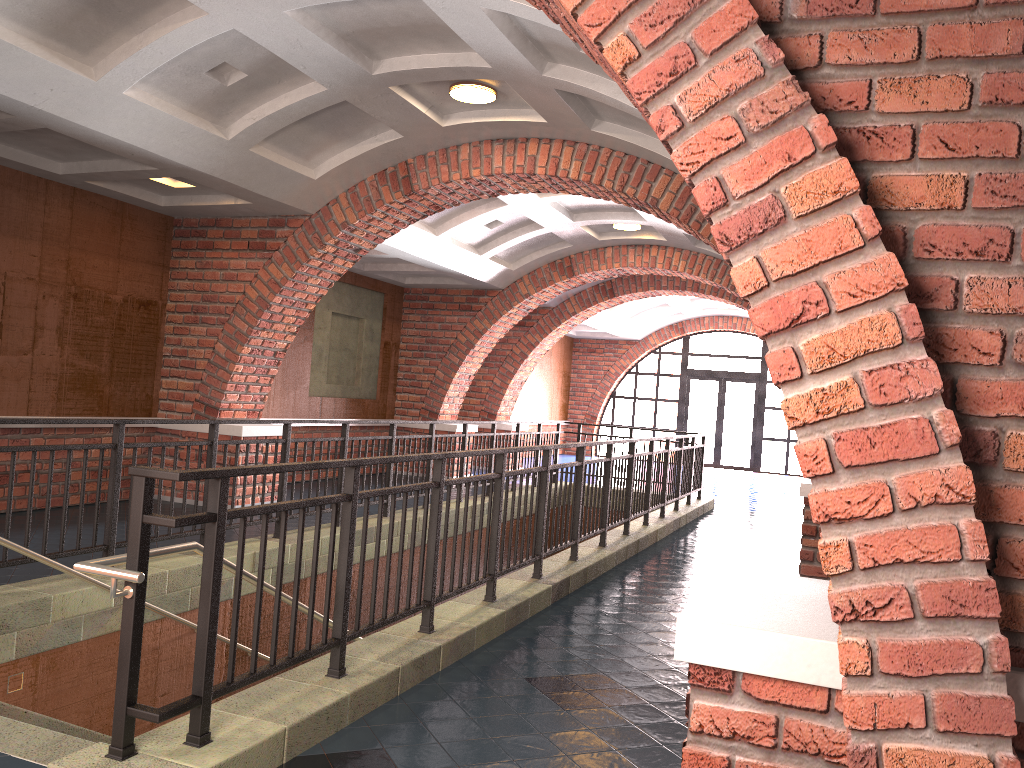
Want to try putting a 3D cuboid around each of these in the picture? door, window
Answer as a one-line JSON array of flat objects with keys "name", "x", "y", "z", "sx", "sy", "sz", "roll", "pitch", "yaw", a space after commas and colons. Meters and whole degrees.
[{"name": "door", "x": 5.115, "y": 0.956, "z": 21.821, "sx": 1.754, "sy": 2.236, "sz": 0.040, "roll": 4, "pitch": -1, "yaw": 21}, {"name": "window", "x": 5.205, "y": 0.393, "z": 21.805, "sx": 6.353, "sy": 3.471, "sz": 0.100, "roll": 4, "pitch": -1, "yaw": 21}]

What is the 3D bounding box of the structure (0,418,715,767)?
[{"name": "structure", "x": -0.304, "y": 3.254, "z": 8.209, "sx": 2.464, "sy": 5.665, "sz": 11.176, "roll": 4, "pitch": -1, "yaw": 21}]
